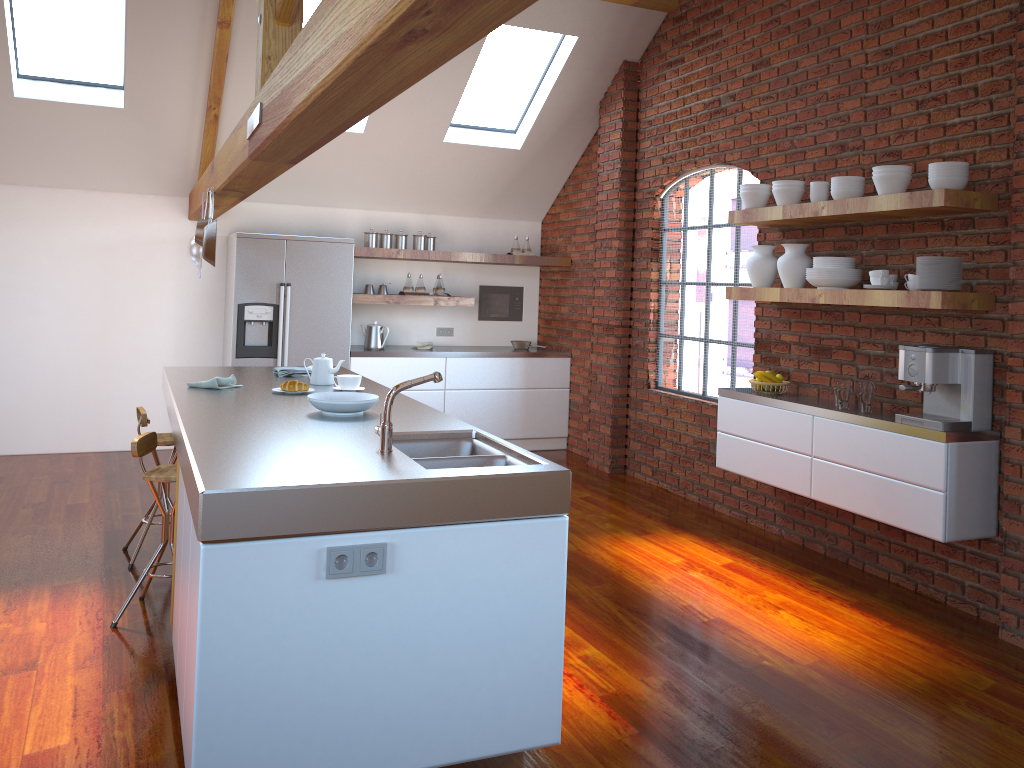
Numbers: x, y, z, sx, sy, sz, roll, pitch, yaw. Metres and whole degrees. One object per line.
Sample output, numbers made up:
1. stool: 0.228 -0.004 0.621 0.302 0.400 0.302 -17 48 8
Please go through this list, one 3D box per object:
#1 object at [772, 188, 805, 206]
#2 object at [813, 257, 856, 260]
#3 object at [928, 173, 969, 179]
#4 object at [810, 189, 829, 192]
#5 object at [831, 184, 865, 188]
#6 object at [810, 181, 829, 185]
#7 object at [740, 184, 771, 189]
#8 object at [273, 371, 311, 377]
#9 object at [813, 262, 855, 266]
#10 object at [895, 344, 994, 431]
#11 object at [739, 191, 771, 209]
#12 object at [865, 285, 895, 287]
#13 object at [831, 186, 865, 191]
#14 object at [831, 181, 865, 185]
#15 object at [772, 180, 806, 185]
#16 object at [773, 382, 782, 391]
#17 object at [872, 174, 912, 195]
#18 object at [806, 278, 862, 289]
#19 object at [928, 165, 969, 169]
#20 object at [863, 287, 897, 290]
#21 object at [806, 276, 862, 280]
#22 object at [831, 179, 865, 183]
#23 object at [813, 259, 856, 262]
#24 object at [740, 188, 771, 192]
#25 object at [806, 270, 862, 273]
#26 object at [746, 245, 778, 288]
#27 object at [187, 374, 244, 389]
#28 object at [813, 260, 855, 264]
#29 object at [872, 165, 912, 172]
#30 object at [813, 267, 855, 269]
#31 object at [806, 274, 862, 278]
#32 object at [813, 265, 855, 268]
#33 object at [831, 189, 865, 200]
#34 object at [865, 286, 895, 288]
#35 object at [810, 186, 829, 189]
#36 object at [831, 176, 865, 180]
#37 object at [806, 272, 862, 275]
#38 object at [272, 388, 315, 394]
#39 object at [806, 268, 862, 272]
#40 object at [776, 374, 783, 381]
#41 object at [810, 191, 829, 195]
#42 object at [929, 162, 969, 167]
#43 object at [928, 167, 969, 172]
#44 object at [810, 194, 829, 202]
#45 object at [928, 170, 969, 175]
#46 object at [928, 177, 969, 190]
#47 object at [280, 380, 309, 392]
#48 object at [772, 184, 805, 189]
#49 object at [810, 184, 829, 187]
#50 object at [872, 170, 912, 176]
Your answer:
1. object: 1.559 -1.044 4.967 0.180 0.104 0.181 3 5 13
2. object: 1.705 -0.640 4.658 0.213 0.055 0.215 -1 7 -32
3. object: 1.988 -0.919 4.011 0.166 0.061 0.166 4 6 16
4. object: 1.679 -1.032 4.808 0.099 0.061 0.099 3 4 16
5. object: 1.752 -1.006 4.595 0.165 0.061 0.166 -1 6 -29
6. object: 1.681 -1.070 4.808 0.099 0.061 0.099 3 4 16
7. object: 1.431 -1.116 5.178 0.180 0.104 0.181 3 5 13
8. object: -1.184 -0.061 4.876 0.232 0.026 0.165 6 7 32
9. object: 1.704 -0.611 4.658 0.213 0.055 0.215 -1 7 -32
10. object: 1.958 0.006 4.030 0.378 0.370 0.272 1 2 -23
11. object: 1.429 -1.072 5.178 0.180 0.104 0.181 3 5 13
12. object: 1.808 -0.478 4.321 0.154 0.012 0.154 5 7 27
13. object: 1.752 -0.993 4.595 0.165 0.061 0.166 -1 6 -29
14. object: 1.753 -1.020 4.595 0.165 0.061 0.166 -1 6 -29
15. object: 1.560 -1.088 4.967 0.180 0.104 0.181 3 5 13
16. object: 1.542 0.009 5.151 0.070 0.069 0.068 1 3 -14
17. object: 1.850 -0.959 4.288 0.181 0.104 0.181 5 6 37
18. object: 1.701 -0.528 4.656 0.281 0.055 0.283 -3 8 -40
19. object: 1.989 -0.958 4.011 0.166 0.061 0.166 4 6 16
20. object: 1.807 -0.465 4.321 0.154 0.012 0.154 5 7 27
21. object: 1.701 -0.538 4.657 0.281 0.055 0.283 -3 8 -40
22. object: 1.753 -1.032 4.596 0.165 0.061 0.166 -1 6 -29
23. object: 1.705 -0.630 4.658 0.213 0.055 0.215 -1 7 -32
24. object: 1.430 -1.094 5.178 0.180 0.104 0.181 3 5 13
25. object: 1.702 -0.569 4.657 0.281 0.055 0.283 -3 8 -40
26. object: 1.483 -0.692 5.205 0.192 0.249 0.192 3 2 16
27. object: -1.415 -0.018 4.198 0.196 0.061 0.204 5 6 29
28. object: 1.704 -0.621 4.658 0.213 0.055 0.215 -1 7 -32
29. object: 1.851 -1.003 4.288 0.181 0.104 0.181 5 6 37
30. object: 1.703 -0.589 4.657 0.213 0.055 0.215 -1 7 -32
31. object: 1.702 -0.550 4.657 0.281 0.055 0.283 -3 8 -40
32. object: 1.704 -0.599 4.658 0.213 0.055 0.215 -1 7 -32
33. object: 1.751 -0.976 4.595 0.165 0.061 0.166 -1 6 -29
34. object: 1.808 -0.474 4.321 0.154 0.012 0.154 5 7 27
35. object: 1.680 -1.045 4.808 0.099 0.061 0.099 3 4 16
36. object: 1.754 -1.045 4.596 0.165 0.061 0.166 -1 6 -29
37. object: 1.702 -0.561 4.657 0.281 0.055 0.283 -3 8 -40
38. object: -1.015 0.033 4.086 0.194 0.014 0.195 2 6 -2
39. object: 1.703 -0.580 4.657 0.281 0.055 0.283 -3 8 -40
40. object: 1.555 -0.034 5.119 0.047 0.046 0.054 3 3 18
41. object: 1.679 -1.018 4.807 0.099 0.061 0.099 3 4 16
42. object: 1.990 -0.972 4.012 0.166 0.061 0.166 4 6 16
43. object: 1.989 -0.946 4.011 0.166 0.061 0.166 4 6 16
44. object: 1.678 -1.002 4.807 0.099 0.061 0.099 3 4 16
45. object: 1.988 -0.933 4.011 0.166 0.061 0.166 4 6 16
46. object: 1.987 -0.903 4.010 0.166 0.061 0.166 4 6 16
47. object: -1.014 0.008 4.098 0.137 0.051 0.062 2 3 -4
48. object: 1.560 -1.065 4.967 0.180 0.104 0.181 3 5 13
49. object: 1.680 -1.057 4.808 0.099 0.061 0.099 3 4 16
50. object: 1.850 -0.980 4.288 0.181 0.104 0.181 5 6 37
